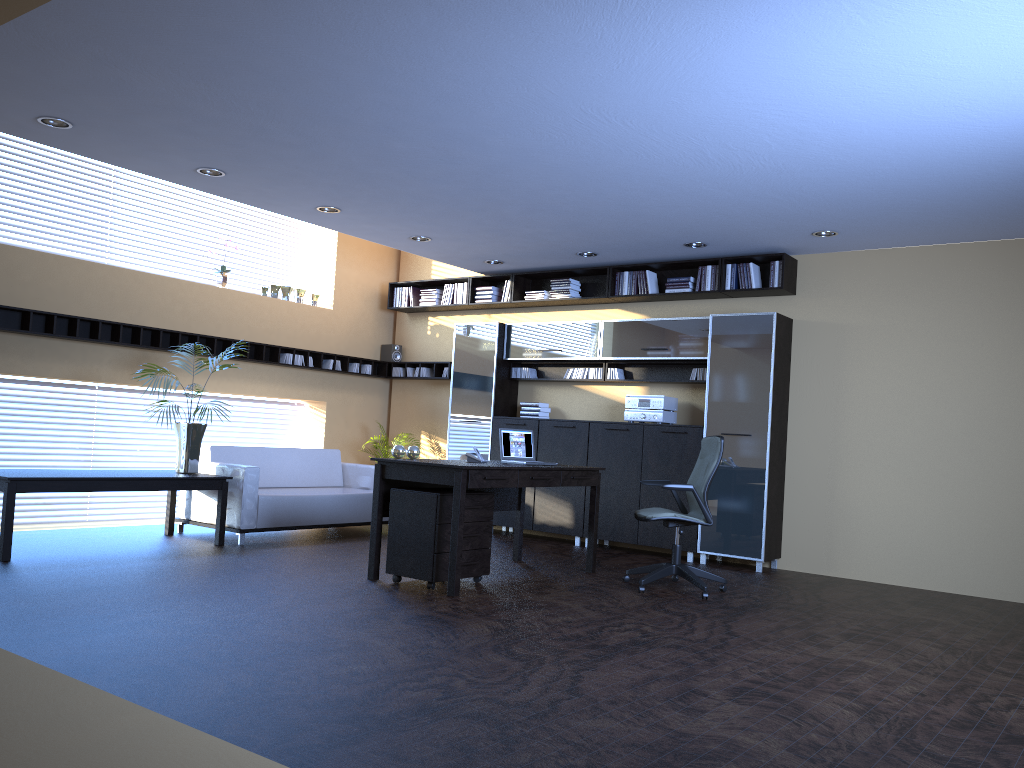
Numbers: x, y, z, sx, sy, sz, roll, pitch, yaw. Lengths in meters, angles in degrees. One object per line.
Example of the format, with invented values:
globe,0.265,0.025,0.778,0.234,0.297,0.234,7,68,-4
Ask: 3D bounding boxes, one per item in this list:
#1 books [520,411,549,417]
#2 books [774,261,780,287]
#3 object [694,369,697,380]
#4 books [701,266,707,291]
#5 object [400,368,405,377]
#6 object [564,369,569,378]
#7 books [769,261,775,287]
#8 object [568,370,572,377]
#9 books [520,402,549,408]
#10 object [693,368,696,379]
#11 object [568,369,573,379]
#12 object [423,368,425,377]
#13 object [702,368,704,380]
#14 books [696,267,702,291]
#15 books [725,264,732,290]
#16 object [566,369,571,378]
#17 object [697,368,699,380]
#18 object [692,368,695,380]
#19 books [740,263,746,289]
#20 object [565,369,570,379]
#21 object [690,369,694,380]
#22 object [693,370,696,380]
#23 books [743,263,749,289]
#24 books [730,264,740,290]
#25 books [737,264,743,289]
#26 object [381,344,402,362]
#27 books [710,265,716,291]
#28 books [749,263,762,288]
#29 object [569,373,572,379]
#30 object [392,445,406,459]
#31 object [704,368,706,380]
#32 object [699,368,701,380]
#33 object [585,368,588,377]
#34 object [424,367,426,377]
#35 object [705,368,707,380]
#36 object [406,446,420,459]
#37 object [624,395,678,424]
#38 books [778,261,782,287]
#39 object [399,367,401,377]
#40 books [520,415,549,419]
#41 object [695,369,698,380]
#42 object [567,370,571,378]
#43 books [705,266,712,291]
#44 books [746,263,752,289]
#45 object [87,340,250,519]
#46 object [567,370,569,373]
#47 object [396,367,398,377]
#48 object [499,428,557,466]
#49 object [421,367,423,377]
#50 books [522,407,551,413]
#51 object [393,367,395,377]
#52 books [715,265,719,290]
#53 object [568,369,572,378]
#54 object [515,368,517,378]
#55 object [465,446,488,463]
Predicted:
books,0.256,0.339,10.048,0.258,0.050,0.208,1,-4,37
books,2.553,-1.024,8.445,0.036,0.258,0.208,2,-3,37
object,1.884,-0.092,8.953,0.026,0.117,0.140,2,-3,36
books,1.962,-1.033,8.890,0.050,0.258,0.208,2,-3,37
object,-1.381,-0.146,11.383,0.040,0.118,0.142,2,-3,37
object,0.637,-0.110,9.880,0.059,0.112,0.142,2,-3,36
books,2.523,-1.024,8.480,0.050,0.258,0.208,2,-3,36
object,0.682,-0.109,9.855,0.055,0.110,0.140,2,-3,36
books,0.254,0.237,10.056,0.258,0.050,0.208,1,-4,36
object,1.873,-0.091,8.973,0.030,0.120,0.142,2,-3,37
object,0.688,-0.109,9.847,0.055,0.110,0.140,2,-3,37
object,-1.060,-0.141,11.145,0.030,0.120,0.142,2,-3,37
object,1.950,-0.091,8.905,0.009,0.120,0.142,2,-3,36
books,1.917,-1.034,8.920,0.055,0.260,0.208,2,-3,37
books,2.164,-1.031,8.727,0.050,0.258,0.208,2,-3,36
object,0.665,-0.109,9.866,0.059,0.112,0.142,2,-3,37
object,1.905,-0.091,8.946,0.009,0.120,0.142,2,-3,36
object,1.865,-0.092,8.979,0.030,0.120,0.142,2,-3,37
books,2.283,-1.029,8.639,0.075,0.259,0.208,2,-3,36
object,0.657,-0.109,9.873,0.059,0.112,0.142,2,-3,37
object,1.853,-0.091,8.988,0.040,0.118,0.142,2,-3,37
object,1.881,-0.091,8.966,0.030,0.120,0.142,2,-3,37
books,2.311,-1.028,8.623,0.075,0.259,0.208,2,-3,37
books,2.206,-1.030,8.696,0.050,0.258,0.208,2,-3,36
books,2.271,-1.028,8.675,0.075,0.259,0.208,2,-3,37
object,-1.570,-0.393,11.552,0.159,0.229,0.254,6,-3,-43
books,2.041,-1.033,8.822,0.050,0.258,0.208,2,-3,37
books,2.359,-1.028,8.581,0.075,0.259,0.208,2,-3,36
object,0.692,-0.108,9.853,0.059,0.112,0.142,2,-3,37
object,-0.859,0.512,6.706,0.105,0.105,0.105,5,-3,-34
object,1.966,-0.091,8.893,0.009,0.120,0.142,2,-3,37
object,1.922,-0.092,8.918,0.009,0.120,0.142,2,-3,36
object,0.851,-0.109,9.725,0.036,0.116,0.140,2,-3,36
object,-1.051,-0.141,11.139,0.030,0.120,0.142,2,-3,37
object,1.972,-0.091,8.884,0.009,0.120,0.142,2,-3,37
object,-0.754,0.522,6.763,0.105,0.105,0.105,5,-3,-34
object,1.422,0.266,9.084,0.430,0.281,0.363,1,-4,37
books,2.589,-1.023,8.418,0.050,0.258,0.208,2,-3,36
object,-1.401,-0.147,11.397,0.009,0.120,0.142,2,-3,37
books,0.258,0.390,10.036,0.258,0.050,0.208,1,-4,37
object,1.889,-0.091,8.959,0.030,0.120,0.142,2,-3,36
object,0.671,-0.109,9.858,0.055,0.110,0.140,2,-3,37
books,1.999,-1.034,8.852,0.050,0.258,0.208,2,-3,36
books,2.335,-1.028,8.602,0.075,0.259,0.208,2,-3,36
object,-3.252,0.482,8.420,1.041,1.858,1.896,5,-3,-33
object,0.652,-0.109,9.883,0.059,0.112,0.142,2,-3,37
object,-1.433,-0.148,11.422,0.009,0.120,0.142,2,-3,37
object,0.136,0.516,7.287,0.391,0.282,0.323,6,-4,-43
object,-1.093,-0.142,11.169,0.009,0.120,0.142,2,-3,37
books,0.274,0.290,10.050,0.258,0.050,0.208,1,-4,37
object,-1.475,-0.148,11.452,0.009,0.120,0.142,2,-3,37
books,2.082,-1.032,8.790,0.050,0.258,0.208,2,-3,37
object,0.682,-0.109,9.856,0.059,0.112,0.142,2,-3,36
object,0.087,-0.122,10.293,0.006,0.118,0.140,2,-3,36
object,-0.274,0.550,6.947,0.146,0.126,0.130,2,-3,22
